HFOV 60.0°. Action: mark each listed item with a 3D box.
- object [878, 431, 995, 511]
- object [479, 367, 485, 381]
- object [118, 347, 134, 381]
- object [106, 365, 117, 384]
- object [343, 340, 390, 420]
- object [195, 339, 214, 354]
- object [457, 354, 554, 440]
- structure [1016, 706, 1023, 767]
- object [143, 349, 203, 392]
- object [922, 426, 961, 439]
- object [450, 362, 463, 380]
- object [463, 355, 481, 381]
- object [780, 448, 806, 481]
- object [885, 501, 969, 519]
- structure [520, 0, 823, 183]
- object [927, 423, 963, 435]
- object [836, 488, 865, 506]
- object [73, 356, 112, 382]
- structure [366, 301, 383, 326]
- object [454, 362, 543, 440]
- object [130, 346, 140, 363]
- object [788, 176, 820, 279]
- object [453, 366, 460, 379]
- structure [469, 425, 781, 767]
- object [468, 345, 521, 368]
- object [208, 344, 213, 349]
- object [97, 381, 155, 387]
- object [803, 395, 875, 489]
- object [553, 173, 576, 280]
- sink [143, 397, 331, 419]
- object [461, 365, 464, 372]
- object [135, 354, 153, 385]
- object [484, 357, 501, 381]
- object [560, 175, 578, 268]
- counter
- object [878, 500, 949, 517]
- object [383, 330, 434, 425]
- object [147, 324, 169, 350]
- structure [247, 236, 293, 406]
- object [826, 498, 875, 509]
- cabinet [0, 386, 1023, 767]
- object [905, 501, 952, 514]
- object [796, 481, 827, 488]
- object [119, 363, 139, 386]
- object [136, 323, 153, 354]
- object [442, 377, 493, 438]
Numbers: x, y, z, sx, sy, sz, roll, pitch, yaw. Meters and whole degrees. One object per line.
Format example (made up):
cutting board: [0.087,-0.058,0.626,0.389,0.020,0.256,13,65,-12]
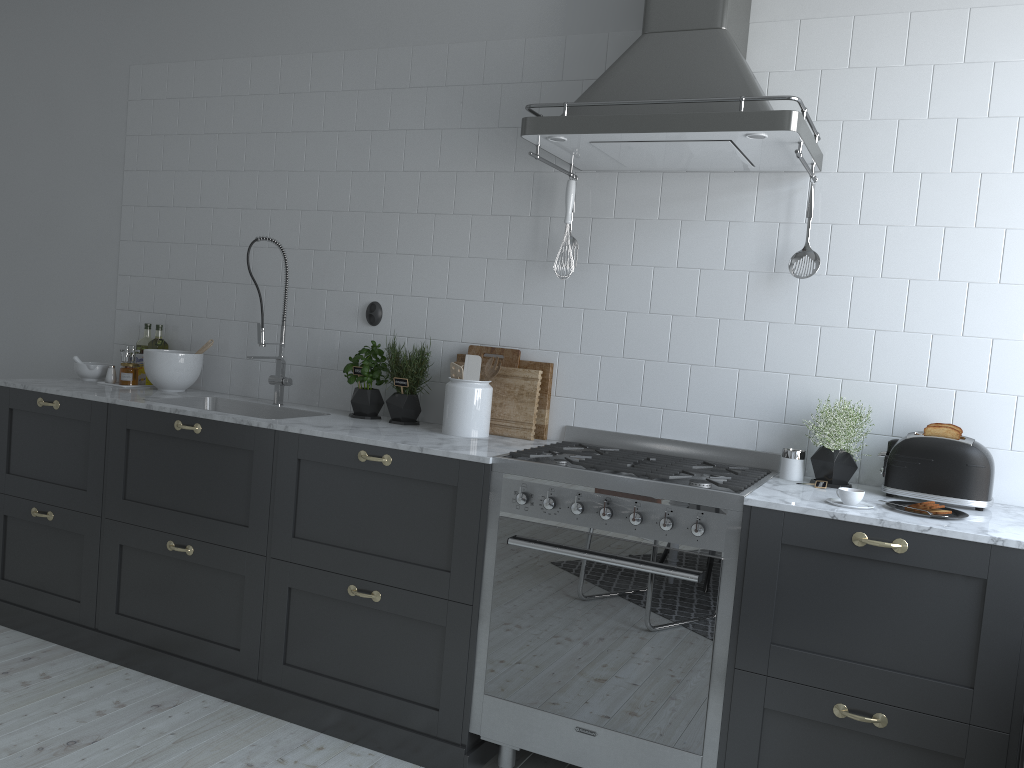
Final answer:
object: [1.272,0.247,2.663,0.326,0.207,0.219,7,4,30]
object: [-0.121,0.063,3.303,0.050,0.247,0.114,4,4,-10]
object: [-1.760,-0.085,4.043,0.059,0.172,0.059,3,4,-33]
object: [-1.817,-0.044,4.022,0.046,0.084,0.046,6,4,12]
object: [-0.583,-0.021,3.550,0.172,0.311,0.179,7,4,36]
object: [-1.442,-0.090,3.950,0.209,0.232,0.042,3,4,-24]
object: [-0.041,0.046,3.409,0.400,0.290,0.030,7,4,25]
structure: [1.181,1.079,1.790,0.245,0.753,1.673,7,4,25]
object: [-1.513,-0.057,3.952,0.247,0.175,0.247,8,4,39]
object: [1.266,0.178,2.619,0.107,0.110,0.010,7,4,30]
object: [-0.208,0.051,3.268,0.054,0.262,0.149,5,4,0]
object: [-0.157,0.039,3.286,0.064,0.290,0.141,5,4,-1]
object: [0.903,0.259,2.852,0.072,0.095,0.072,4,4,-19]
object: [1.136,0.348,2.432,0.209,0.011,0.209,3,4,-27]
structure: [0.557,-1.225,2.801,0.843,1.079,0.567,7,4,25]
object: [1.305,0.173,2.685,0.107,0.110,0.010,7,4,30]
object: [0.932,0.311,2.442,0.072,0.040,0.070,6,4,17]
object: [-1.935,-0.071,4.109,0.159,0.110,0.172,6,4,20]
structure: [-0.574,-0.290,3.656,0.079,0.103,0.032,7,4,25]
object: [-0.070,0.061,3.360,0.360,0.261,0.053,7,4,25]
object: [-1.760,-0.089,4.109,0.059,0.172,0.059,3,4,-33]
object: [0.950,-0.502,2.843,0.101,0.331,0.030,7,4,35]
object: [-0.192,0.056,3.286,0.061,0.251,0.117,2,4,-35]
structure: [0.370,0.746,2.887,0.779,1.096,0.651,7,4,25]
object: [-0.087,0.023,3.394,0.220,0.330,0.041,7,4,25]
object: [-1.458,-0.084,3.966,0.218,0.214,0.058,4,4,-14]
object: [-1.733,0.000,4.071,0.180,0.008,0.272,7,4,25]
object: [1.019,0.179,2.779,0.210,0.283,0.220,8,4,38]
object: [0.198,-0.562,3.172,0.074,0.381,0.076,5,4,6]
sink: [-1.103,0.192,3.541,0.669,0.203,0.384,7,4,25]
object: [-0.152,0.059,3.315,0.118,0.250,0.033,7,4,25]
object: [-1.696,-0.066,4.090,0.077,0.141,0.044,7,4,25]
object: [-0.113,0.041,3.296,0.131,0.296,0.056,5,4,5]
object: [0.213,-0.587,3.201,0.066,0.332,0.024,7,4,30]
counter: [-0.334,0.187,3.224,3.902,0.020,0.624,7,4,25]
object: [1.088,0.339,2.413,0.018,0.008,0.209,3,4,-30]
object: [-0.412,-0.028,3.452,0.196,0.367,0.186,4,4,-20]
object: [-1.644,-0.134,4.120,0.089,0.282,0.082,7,4,25]
structure: [-1.000,-0.252,3.616,0.100,0.692,0.266,7,4,25]
object: [0.931,0.331,2.443,0.126,0.008,0.126,2,4,-38]
cabinet: [-0.383,0.701,3.246,3.897,1.012,0.646,7,4,25]
object: [1.141,0.337,2.427,0.074,0.031,0.119,3,4,-32]
object: [0.927,0.307,2.743,0.091,0.018,0.062,6,4,23]
object: [-1.722,-0.042,3.989,0.078,0.101,0.078,2,4,-36]
object: [-1.715,-0.143,4.159,0.066,0.282,0.066,6,4,20]
object: [-0.164,0.085,3.279,0.174,0.208,0.174,6,4,21]
